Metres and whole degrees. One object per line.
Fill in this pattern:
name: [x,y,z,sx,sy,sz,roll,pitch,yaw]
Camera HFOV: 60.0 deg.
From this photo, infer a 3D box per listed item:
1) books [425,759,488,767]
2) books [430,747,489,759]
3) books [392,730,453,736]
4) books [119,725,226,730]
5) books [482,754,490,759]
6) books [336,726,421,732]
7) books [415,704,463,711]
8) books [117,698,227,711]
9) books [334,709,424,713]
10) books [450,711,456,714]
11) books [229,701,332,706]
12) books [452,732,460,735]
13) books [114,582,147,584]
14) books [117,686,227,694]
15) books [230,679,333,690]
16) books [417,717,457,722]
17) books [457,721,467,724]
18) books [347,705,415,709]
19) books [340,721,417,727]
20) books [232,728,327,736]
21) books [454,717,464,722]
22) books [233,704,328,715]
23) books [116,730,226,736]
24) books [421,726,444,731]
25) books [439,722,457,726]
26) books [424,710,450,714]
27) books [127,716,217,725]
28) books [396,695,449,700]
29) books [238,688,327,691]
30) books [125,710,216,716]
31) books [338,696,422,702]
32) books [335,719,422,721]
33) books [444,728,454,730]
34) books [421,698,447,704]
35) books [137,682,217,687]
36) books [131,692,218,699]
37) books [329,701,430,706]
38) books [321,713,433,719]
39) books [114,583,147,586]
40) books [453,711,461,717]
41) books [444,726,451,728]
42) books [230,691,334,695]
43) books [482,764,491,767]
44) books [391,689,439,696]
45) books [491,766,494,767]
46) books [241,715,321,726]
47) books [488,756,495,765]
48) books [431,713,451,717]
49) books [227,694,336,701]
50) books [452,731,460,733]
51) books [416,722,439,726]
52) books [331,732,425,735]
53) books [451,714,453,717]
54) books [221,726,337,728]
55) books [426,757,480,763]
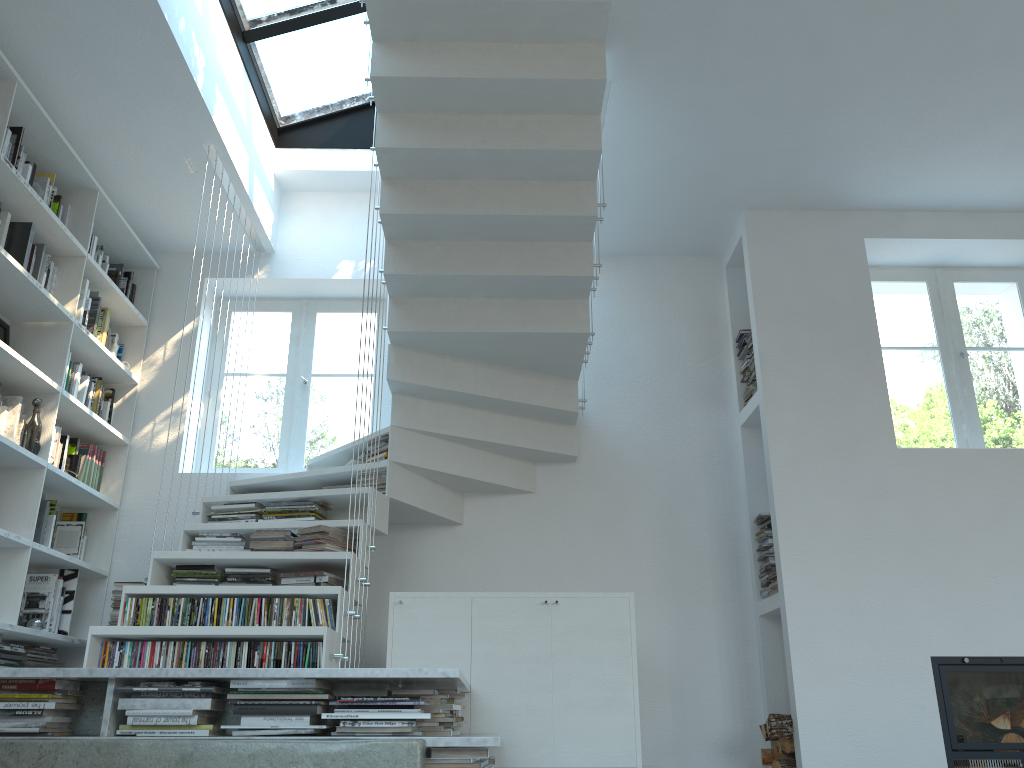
books: [-0.155,1.069,2.499,0.159,0.012,0.293,-1,-21,2]
books: [-0.153,1.042,2.509,0.157,0.025,0.235,2,-21,-6]
books: [-0.272,1.069,2.716,0.177,0.015,0.217,1,-21,-3]
books: [-0.958,0.974,2.515,0.258,0.013,0.136,0,-21,-1]
books: [-0.163,1.269,3.025,0.176,0.008,0.276,0,-21,-1]
books: [-0.375,0.976,2.507,0.212,0.014,0.162,-1,-21,3]
books: [-0.260,1.001,2.741,0.190,0.015,0.231,-1,-21,4]
books: [-0.957,0.909,2.514,0.250,0.029,0.175,1,-21,-3]
books: [-0.375,0.938,2.539,0.242,0.012,0.137,0,-21,0]
books: [-0.281,1.109,3.001,0.172,0.013,0.247,1,-21,-2]
books: [-0.652,0.907,2.518,0.250,0.009,0.188,0,-21,-1]
books: [-0.274,1.174,2.977,0.174,0.007,0.292,-1,-21,2]
books: [-1.924,1.041,4.570,0.152,0.006,0.232,-1,-21,4]
books: [-0.957,0.869,2.515,0.256,0.014,0.193,2,-21,-5]
books: [-0.652,0.858,2.525,0.237,0.022,0.190,-1,-21,4]
books: [-0.268,1.033,2.729,0.189,0.013,0.216,1,-21,-2]
books: [-0.272,1.247,3.269,0.181,0.008,0.282,-1,-21,4]
books: [-0.376,0.935,2.564,0.190,0.011,0.091,1,-21,-3]
books: [-0.375,0.965,2.518,0.208,0.015,0.153,1,-21,-4]
books: [-0.652,0.982,2.503,0.230,0.020,0.143,-1,-21,4]
books: [-0.264,1.132,2.992,0.187,0.014,0.274,2,-21,-6]
books: [-0.652,0.925,2.516,0.230,0.026,0.178,0,-21,-1]
books: [-0.958,0.984,2.501,0.262,0.016,0.132,-1,-21,4]
books: [-0.286,1.056,2.720,0.148,0.012,0.228,1,-21,-3]
books: [-0.279,1.145,2.987,0.177,0.015,0.215,0,-21,0]
books: [-0.281,1.012,2.737,0.153,0.009,0.261,-1,-21,2]
books: [-0.958,0.950,2.505,0.192,0.024,0.168,0,-21,0]
books: [-0.277,0.973,2.752,0.159,0.009,0.229,2,-21,-5]
books: [-0.652,0.876,2.533,0.208,0.008,0.171,-1,-21,2]
books: [-0.957,0.928,2.501,0.187,0.015,0.178,-1,-21,4]
books: [-0.375,0.905,2.543,0.228,0.014,0.150,1,-21,-3]
books: [-0.375,0.958,2.528,0.227,0.006,0.134,-1,-21,3]
books: [-0.291,1.270,3.261,0.152,0.009,0.260,1,-21,-4]
books: [-0.285,0.985,2.747,0.154,0.018,0.221,0,-21,0]
books: [-0.958,0.866,2.548,0.181,0.014,0.134,-1,-21,4]
books: [-0.958,0.892,2.531,0.208,0.017,0.145,2,-21,-6]
books: [-0.375,0.917,2.542,0.269,0.009,0.132,-1,-21,3]
books: [-0.375,0.941,2.512,0.297,0.014,0.185,1,-21,-2]
books: [-1.929,1.049,4.567,0.159,0.011,0.229,1,-21,-2]
books: [-0.283,1.216,3.281,0.177,0.030,0.285,0,-21,0]
books: [-0.297,1.258,3.265,0.132,0.016,0.263,2,-21,-6]
books: [-0.652,0.884,2.530,0.260,0.007,0.172,1,-21,-3]
books: [-0.151,1.080,2.494,0.168,0.012,0.211,-1,-21,3]
books: [-0.298,0.961,2.755,0.128,0.016,0.262,1,-21,-2]
books: [-0.156,1.314,3.016,0.177,0.018,0.251,-1,-21,2]
books: [-0.652,0.954,2.515,0.189,0.028,0.156,0,-21,0]
books: [-0.154,1.284,3.027,0.190,0.018,0.289,1,-21,-2]
books: [-0.279,1.022,2.733,0.168,0.012,0.211,0,-21,0]
books: [-0.652,0.893,2.526,0.281,0.013,0.168,1,-21,-4]
books: [-0.274,1.168,2.979,0.165,0.005,0.288,-1,-21,4]
books: [-0.292,1.045,2.724,0.131,0.012,0.208,2,-21,-5]
books: [-0.375,0.992,2.518,0.249,0.009,0.144,0,-21,-1]
books: [-0.286,1.120,2.996,0.160,0.010,0.180,0,-21,1]
books: [-0.652,0.969,2.504,0.292,0.007,0.155,-1,-21,2]
books: [-0.167,1.058,2.502,0.132,0.010,0.258,-1,-21,3]
